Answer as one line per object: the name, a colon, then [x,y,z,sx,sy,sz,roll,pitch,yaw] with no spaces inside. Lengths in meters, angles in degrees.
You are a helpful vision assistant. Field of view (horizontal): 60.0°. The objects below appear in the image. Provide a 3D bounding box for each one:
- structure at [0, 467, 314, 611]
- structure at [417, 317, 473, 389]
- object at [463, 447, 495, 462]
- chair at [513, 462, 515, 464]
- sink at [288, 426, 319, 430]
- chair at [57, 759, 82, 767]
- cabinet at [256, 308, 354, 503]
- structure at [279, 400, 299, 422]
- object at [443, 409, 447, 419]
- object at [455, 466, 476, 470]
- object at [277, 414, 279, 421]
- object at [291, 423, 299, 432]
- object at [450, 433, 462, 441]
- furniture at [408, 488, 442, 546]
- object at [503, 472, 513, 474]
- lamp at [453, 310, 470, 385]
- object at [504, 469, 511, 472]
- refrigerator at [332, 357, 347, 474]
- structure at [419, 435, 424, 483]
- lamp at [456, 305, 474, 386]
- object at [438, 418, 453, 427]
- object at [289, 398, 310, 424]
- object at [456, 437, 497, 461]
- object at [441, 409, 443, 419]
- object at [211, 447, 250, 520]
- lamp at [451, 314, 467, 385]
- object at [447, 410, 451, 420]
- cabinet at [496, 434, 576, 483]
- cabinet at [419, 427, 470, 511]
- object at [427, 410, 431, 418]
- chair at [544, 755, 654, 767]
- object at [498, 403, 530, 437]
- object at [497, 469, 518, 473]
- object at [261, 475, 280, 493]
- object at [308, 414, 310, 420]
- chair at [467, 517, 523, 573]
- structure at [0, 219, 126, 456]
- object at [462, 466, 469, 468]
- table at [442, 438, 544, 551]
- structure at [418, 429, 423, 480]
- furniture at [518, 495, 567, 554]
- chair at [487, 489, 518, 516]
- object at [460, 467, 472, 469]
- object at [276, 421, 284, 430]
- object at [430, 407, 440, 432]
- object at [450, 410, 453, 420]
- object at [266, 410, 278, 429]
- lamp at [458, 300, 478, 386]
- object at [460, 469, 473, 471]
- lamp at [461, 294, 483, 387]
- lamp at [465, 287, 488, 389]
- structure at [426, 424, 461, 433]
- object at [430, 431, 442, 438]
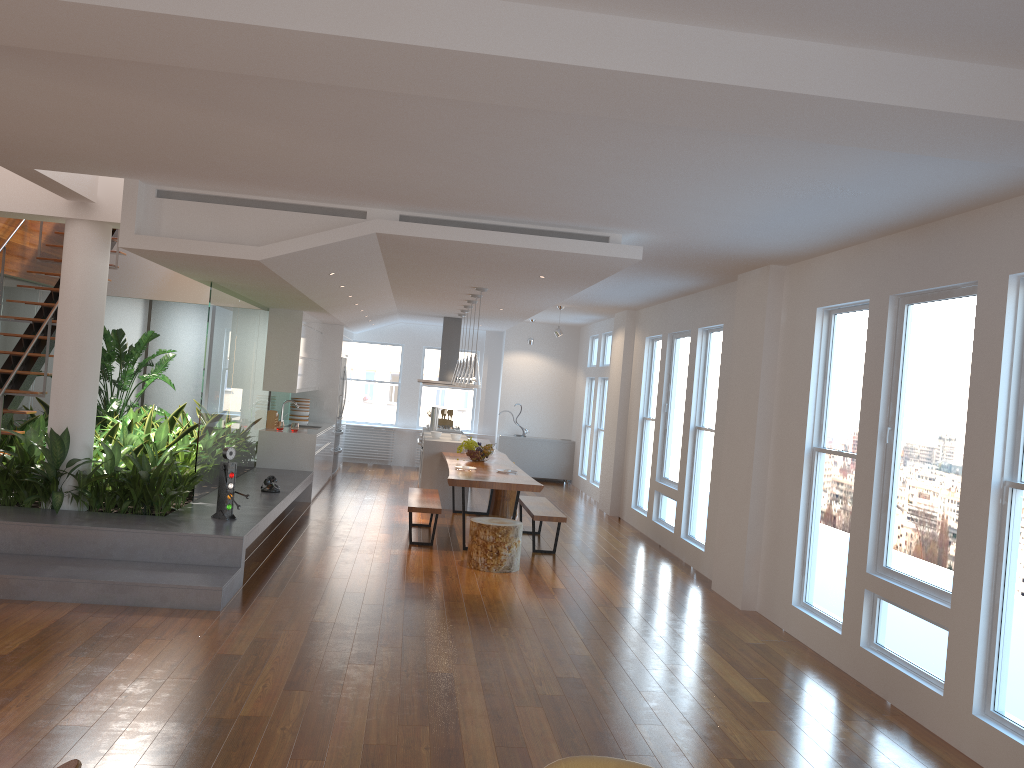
structure: [-3.678,1.123,8.280,3.088,0.386,5.584,5,0,-6]
structure: [-0.915,-0.663,13.312,0.909,1.405,0.900,5,0,-6]
object: [-0.378,0.807,10.058,0.360,0.159,0.360,5,0,-43]
chair: [-0.138,1.392,13.210,0.344,0.430,0.549,5,0,-2]
sink: [-2.783,0.688,11.778,0.449,0.192,0.666,5,0,-6]
chair: [-1.540,1.114,2.177,0.856,0.752,0.867,5,0,-1]
cabinet: [-2.881,0.246,12.803,0.676,2.280,4.565,5,0,-6]
structure: [-2.963,0.475,11.785,0.248,0.536,0.115,5,0,-6]
object: [-1.049,0.539,13.773,0.057,0.299,0.019,5,0,-6]
object: [-0.474,0.861,9.068,0.222,0.020,0.222,5,0,34]
object: [-2.998,0.467,11.282,0.100,0.170,0.173,5,0,-5]
object: [-2.633,0.526,10.753,0.094,0.106,0.094,5,0,-1]
object: [-0.721,0.682,11.361,0.152,0.082,0.152,5,0,44]
furniture: [-0.909,1.346,9.010,0.316,0.389,1.433,5,0,-6]
object: [-0.026,0.898,8.962,0.158,0.017,0.019,5,0,-11]
lamp: [-0.652,-0.511,11.636,0.160,1.060,0.160,5,0,21]
object: [-0.050,0.891,9.066,0.079,0.030,0.070,5,0,37]
refrigerator: [-2.925,0.459,13.547,0.725,1.772,0.908,5,0,-6]
structure: [-1.199,1.031,11.891,0.072,0.648,0.644,5,0,-6]
lamp: [-0.573,-0.505,10.917,0.160,1.060,0.160,5,0,21]
object: [-1.091,0.614,13.779,0.353,0.157,0.084,5,0,-6]
object: [-2.958,0.380,12.343,0.267,0.356,0.266,5,0,19]
object: [-0.399,0.742,10.070,0.394,0.284,0.292,5,0,-42]
object: [-1.085,0.535,13.789,0.061,0.299,0.040,5,0,-9]
object: [-2.166,0.778,6.892,0.318,0.565,0.134,5,0,30]
lamp: [-0.730,-0.516,12.355,0.160,1.060,0.160,5,0,21]
object: [-0.986,0.545,13.782,0.068,0.298,0.039,5,0,-6]
cabinet: [0.382,1.284,15.238,1.309,0.725,0.420,5,0,-6]
cabinet: [-0.974,1.119,12.422,0.597,0.832,2.936,5,0,-6]
object: [-1.241,0.539,13.770,0.199,0.259,0.016,5,0,4]
chair: [0.173,1.259,1.643,0.856,0.752,0.867,5,0,44]
object: [0.061,0.610,15.154,0.590,0.563,0.210,5,0,-35]
object: [-0.051,0.897,9.066,0.222,0.020,0.222,5,0,-14]
object: [-2.352,0.966,8.600,0.216,0.155,0.181,5,0,-42]
object: [-3.040,0.456,12.722,0.265,0.196,0.284,5,0,36]
chair: [-0.150,1.399,7.747,0.460,0.400,0.460,5,0,4]
structure: [-3.783,-0.978,8.918,2.552,4.265,4.591,5,0,-6]
object: [-0.473,0.855,9.068,0.070,0.030,0.079,5,0,-43]
table: [-0.497,1.222,11.070,0.893,0.704,5.996,5,0,-6]
structure: [-1.110,1.083,13.321,0.649,0.735,0.890,5,0,-6]
furniture: [0.273,1.446,9.139,0.316,0.389,1.433,5,0,-6]
chair: [-0.103,1.386,10.986,0.396,0.455,0.402,5,0,-16]
object: [-0.474,0.865,9.067,0.124,0.011,0.124,5,0,15]
object: [-2.818,0.510,10.779,0.094,0.106,0.094,5,0,-1]
object: [-1.114,0.513,12.867,0.120,0.356,0.172,5,0,42]
object: [-0.951,0.548,13.804,0.057,0.294,0.030,5,0,-6]
object: [-2.983,0.442,11.034,0.104,0.222,0.200,5,0,-6]
lamp: [-0.495,-0.499,10.198,0.160,1.060,0.160,5,0,21]
object: [-0.476,0.868,8.965,0.164,0.006,0.017,5,0,-1]
lamp: [-0.417,-0.493,9.479,0.160,1.060,0.160,5,0,21]
lamp: [-0.339,-0.487,8.761,0.160,1.060,0.160,5,0,21]
structure: [-1.034,0.663,13.337,0.520,0.073,0.650,5,0,-6]
object: [-0.981,0.660,11.457,0.152,0.082,0.152,5,0,33]
